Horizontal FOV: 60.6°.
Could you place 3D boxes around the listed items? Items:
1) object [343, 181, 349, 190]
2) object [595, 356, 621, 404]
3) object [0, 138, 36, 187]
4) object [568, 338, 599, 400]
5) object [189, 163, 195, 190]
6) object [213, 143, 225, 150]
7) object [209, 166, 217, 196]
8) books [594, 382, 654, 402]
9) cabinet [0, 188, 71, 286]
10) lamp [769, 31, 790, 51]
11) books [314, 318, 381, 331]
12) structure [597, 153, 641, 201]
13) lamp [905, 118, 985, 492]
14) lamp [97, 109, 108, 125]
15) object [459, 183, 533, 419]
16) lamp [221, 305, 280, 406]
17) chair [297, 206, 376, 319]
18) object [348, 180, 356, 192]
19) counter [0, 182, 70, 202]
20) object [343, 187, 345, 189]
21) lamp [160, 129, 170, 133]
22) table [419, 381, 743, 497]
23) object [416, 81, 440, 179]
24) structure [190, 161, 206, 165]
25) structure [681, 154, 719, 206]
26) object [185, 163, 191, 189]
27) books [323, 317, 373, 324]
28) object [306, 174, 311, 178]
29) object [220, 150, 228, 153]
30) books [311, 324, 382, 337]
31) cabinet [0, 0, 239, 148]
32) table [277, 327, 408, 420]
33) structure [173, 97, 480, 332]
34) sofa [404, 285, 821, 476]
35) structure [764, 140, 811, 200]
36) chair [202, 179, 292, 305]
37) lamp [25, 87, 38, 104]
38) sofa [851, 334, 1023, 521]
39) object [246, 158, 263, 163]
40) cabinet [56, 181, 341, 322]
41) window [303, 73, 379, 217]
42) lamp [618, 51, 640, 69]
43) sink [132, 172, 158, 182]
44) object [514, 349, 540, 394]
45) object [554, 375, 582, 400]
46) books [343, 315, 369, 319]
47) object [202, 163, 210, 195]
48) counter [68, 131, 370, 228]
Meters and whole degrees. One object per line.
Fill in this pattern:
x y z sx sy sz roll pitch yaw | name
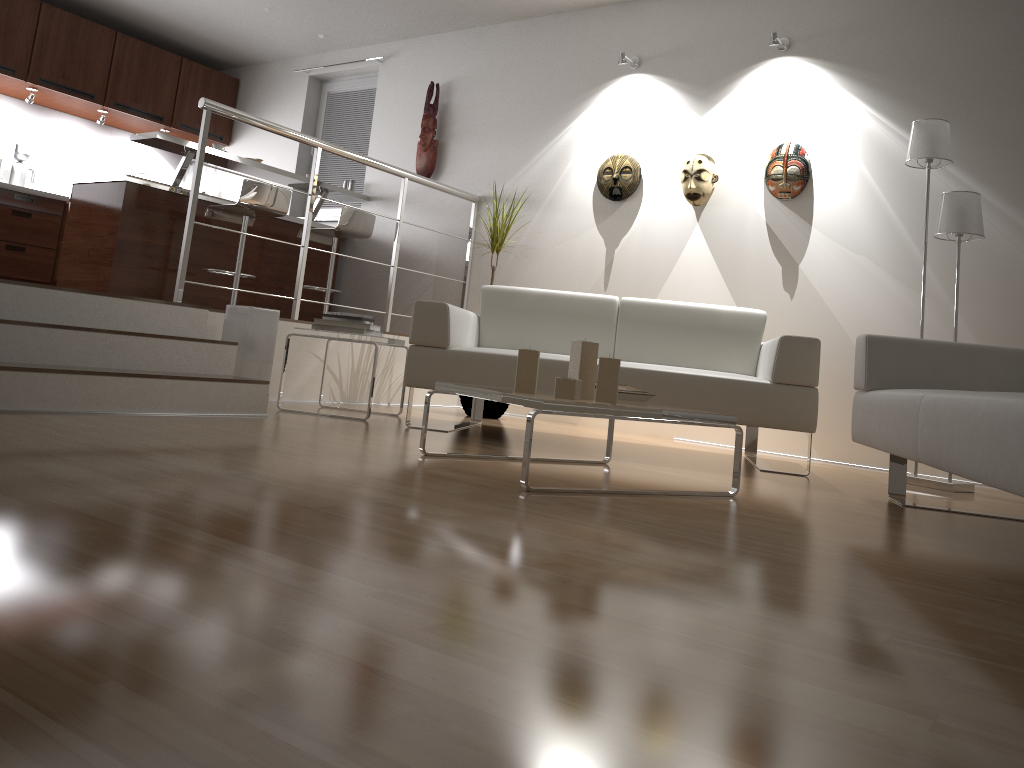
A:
-1.323 -1.561 6.971 0.053 0.111 0.051 4 -6 19 | object
0.298 -0.019 2.719 0.067 0.154 0.066 5 -6 5 | object
-3.960 -1.720 6.975 0.164 0.412 0.324 2 -6 35 | object
0.228 -0.051 2.816 0.066 0.200 0.067 10 -8 -30 | object
-3.025 -1.899 8.243 0.033 0.384 0.007 1 -9 34 | object
-1.964 -1.575 5.851 0.079 0.046 0.066 6 -2 -11 | object
-2.739 -1.861 8.031 0.071 0.388 0.023 1 -9 34 | object
0.333 0.023 3.122 0.201 0.057 0.292 6 1 -40 | books
-3.963 -1.102 6.679 0.683 0.810 3.452 3 -1 35 | cabinet
1.548 -1.996 5.097 0.080 0.110 0.188 3 -3 35 | lamp
-0.823 -0.295 4.389 0.287 0.027 0.224 6 1 5 | books
0.671 -1.333 5.619 0.318 0.321 0.068 4 -7 35 | structure
1.934 -0.387 3.960 0.206 1.700 0.363 11 -9 -35 | lamp
-3.378 -2.193 7.212 0.079 0.126 0.079 7 -5 -15 | lamp
-0.133 -0.543 5.407 0.494 1.500 0.439 12 -9 -42 | object
-1.319 -0.143 4.360 0.199 0.489 0.188 2 -8 35 | lamp
-1.289 -0.830 6.287 0.427 0.863 0.379 3 -7 30 | chair
-1.271 -1.556 6.943 0.053 0.113 0.051 4 -6 19 | object
-4.320 -1.514 6.166 0.683 0.040 2.072 7 2 35 | counter
-1.322 -1.527 6.904 0.051 0.046 0.050 6 -3 -8 | object
-3.050 -2.169 7.679 0.079 0.126 0.079 7 -5 -15 | lamp
0.212 0.171 2.880 0.787 0.253 0.700 6 0 -30 | table
-0.625 -1.895 6.611 0.150 0.803 0.148 7 -7 -10 | object
-2.871 -2.078 8.207 0.600 0.034 0.048 7 -1 35 | structure
1.105 -1.240 5.274 0.243 0.335 0.127 3 -7 36 | structure
-3.088 -1.904 8.272 0.065 0.389 0.032 1 -9 35 | object
-0.821 -0.316 4.392 0.217 0.015 0.150 6 1 5 | books
-1.508 -1.543 6.566 0.079 0.046 0.067 6 -2 -18 | object
-1.979 -1.554 5.838 0.140 0.008 0.128 7 2 38 | object
-0.826 -0.268 4.386 0.288 0.027 0.224 6 1 15 | books
-3.594 -2.601 7.206 0.653 0.644 2.678 4 -1 35 | cabinet
-0.836 -0.054 4.449 0.465 0.406 0.543 6 -2 10 | table
-0.965 -0.875 5.297 0.057 1.066 2.289 1 -3 35 | structure
0.473 -0.081 4.200 1.786 0.752 0.893 6 -2 10 | sofa
1.560 -1.228 4.998 0.265 0.361 0.074 3 -8 35 | structure
-1.740 -0.863 5.646 0.426 0.863 0.381 1 -8 39 | chair
-3.707 -2.218 6.744 0.079 0.126 0.079 7 -5 -15 | lamp
1.555 0.079 2.311 0.908 0.749 1.760 6 0 10 | sofa
-1.820 -1.571 6.212 0.130 0.042 0.138 6 1 37 | object
-2.167 -0.876 6.309 0.635 0.761 1.821 3 -2 35 | cabinet
-1.397 -1.994 7.404 0.846 1.290 0.139 3 -8 35 | window
0.748 -2.095 5.662 0.080 0.110 0.188 3 -3 35 | lamp
-3.147 -1.570 7.854 0.602 0.589 0.661 4 -3 35 | sink
0.050 -0.047 2.803 0.067 0.153 0.066 5 -6 5 | object
0.170 0.008 2.649 0.067 0.075 0.066 5 -4 20 | object
-0.818 -0.345 4.396 0.150 0.015 0.217 5 2 -35 | books
-2.826 -1.881 8.121 0.091 0.371 0.042 1 -9 34 | object
-1.989 -1.402 6.428 0.842 0.323 2.072 6 1 35 | counter
